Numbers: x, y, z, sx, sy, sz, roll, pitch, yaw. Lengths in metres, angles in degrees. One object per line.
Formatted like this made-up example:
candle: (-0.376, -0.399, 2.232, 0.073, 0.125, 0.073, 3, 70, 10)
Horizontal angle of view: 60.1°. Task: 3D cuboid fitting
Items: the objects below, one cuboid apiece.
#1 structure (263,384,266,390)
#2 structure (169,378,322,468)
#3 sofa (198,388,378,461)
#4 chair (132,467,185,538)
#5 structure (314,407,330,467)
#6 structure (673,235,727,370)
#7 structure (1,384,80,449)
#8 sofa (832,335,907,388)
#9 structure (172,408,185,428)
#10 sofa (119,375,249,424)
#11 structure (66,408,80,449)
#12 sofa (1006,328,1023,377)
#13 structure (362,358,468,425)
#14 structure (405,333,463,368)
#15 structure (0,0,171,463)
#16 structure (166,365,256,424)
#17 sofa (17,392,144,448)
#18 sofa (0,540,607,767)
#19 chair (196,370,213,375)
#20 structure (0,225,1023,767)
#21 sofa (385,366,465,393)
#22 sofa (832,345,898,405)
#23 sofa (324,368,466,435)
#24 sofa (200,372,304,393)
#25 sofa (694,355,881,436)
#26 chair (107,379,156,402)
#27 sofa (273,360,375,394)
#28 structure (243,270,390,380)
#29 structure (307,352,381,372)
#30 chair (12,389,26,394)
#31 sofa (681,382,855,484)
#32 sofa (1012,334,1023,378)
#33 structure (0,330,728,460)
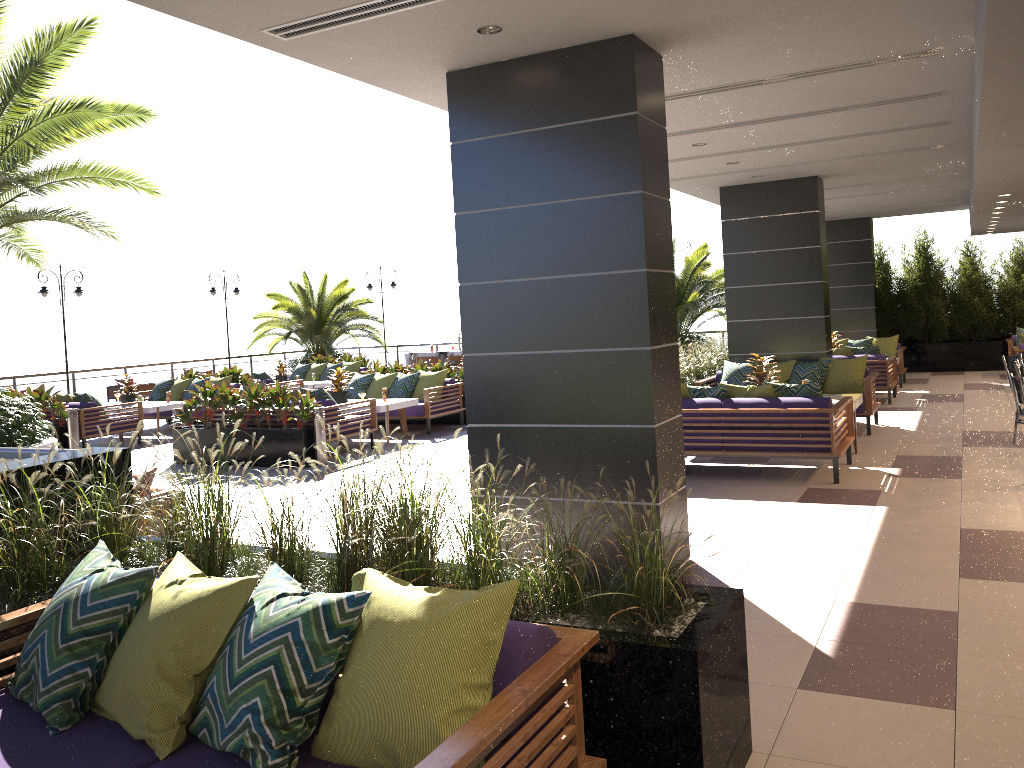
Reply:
structure: (-4.528, 0.349, 16.109, 0.100, 0.699, 0.180, -3, 1, 27)
structure: (-3.353, 0.517, 11.162, 2.248, 1.171, 0.739, -1, 3, 29)
sofa: (-2.988, 0.473, 11.842, 2.124, 0.918, 1.122, -1, 3, 27)
chair: (-2.576, 0.972, 5.564, 0.713, 0.815, 0.717, -2, 3, 27)
structure: (-2.297, 0.632, 10.632, 0.100, 0.699, 0.180, -3, 1, 27)
structure: (3.512, -1.658, 19.320, 3.805, 3.299, 3.754, -4, 3, -20)
structure: (-7.379, 0.597, 13.200, 2.248, 1.171, 0.739, -1, 3, 29)
sofa: (6.199, -0.416, 16.571, 2.124, 0.918, 1.122, -1, 3, 27)
structure: (-4.403, 0.672, 11.719, 0.100, 0.699, 0.180, -3, 1, 27)
sofa: (-5.898, 0.333, 15.943, 2.124, 0.918, 1.122, -1, 3, 27)
structure: (-6.284, 0.708, 12.688, 0.100, 0.699, 0.180, -3, 1, 27)
sofa: (10.302, -0.629, 16.240, 2.124, 0.918, 1.122, -1, 3, 27)
structure: (-1.594, 0.158, 14.580, 2.417, 1.172, 0.702, -1, 2, 29)
structure: (-0.531, -0.605, 21.508, 4.396, 1.327, 0.807, -1, 2, 27)
structure: (-6.513, -1.881, 10.264, 4.755, 6.497, 4.703, -5, 3, -45)
structure: (-5.637, 0.237, 16.643, 2.246, 1.171, 0.716, -2, 2, 24)
sofa: (-6.958, 0.549, 13.889, 2.124, 0.918, 1.122, -1, 3, 27)
sofa: (-0.920, 1.041, 2.707, 2.124, 0.918, 1.122, -1, 3, 27)
chair: (-7.459, 0.083, 21.122, 0.714, 0.815, 0.716, -2, 3, 27)
structure: (3.750, -0.748, 8.163, 7.809, 3.118, 24.801, -1, 5, 27)
sofa: (-1.259, 0.116, 15.245, 2.124, 0.918, 1.122, -1, 3, 27)
sofa: (5.027, -0.176, 14.288, 2.124, 0.918, 1.122, -1, 3, 27)
sofa: (-1.921, 0.257, 13.892, 2.124, 0.918, 1.122, -1, 3, 27)
sofa: (-5.236, 0.192, 17.296, 2.124, 0.918, 1.122, -1, 3, 27)
sofa: (3.551, 0.126, 11.413, 2.124, 0.918, 1.122, -1, 3, 27)
chair: (-8.332, 0.262, 19.421, 0.714, 0.815, 0.716, -2, 3, 27)
sofa: (-4.170, -0.024, 19.346, 2.124, 0.918, 1.122, -1, 3, 27)
structure: (-5.203, -1.486, 23.748, 3.801, 3.299, 3.758, -4, 3, -5)
structure: (-3.853, -0.125, 20.067, 2.248, 1.171, 0.739, -1, 3, 29)
chair: (-9.581, 0.518, 16.989, 0.714, 0.815, 0.716, -2, 3, 27)
sofa: (2.205, 0.401, 8.793, 2.124, 0.918, 1.122, -1, 3, 27)
sofa: (9.130, -0.389, 13.958, 2.124, 0.918, 1.122, -1, 3, 27)
structure: (-3.829, 0.181, 15.407, 12.904, 1.057, 17.554, -1, 5, 27)
